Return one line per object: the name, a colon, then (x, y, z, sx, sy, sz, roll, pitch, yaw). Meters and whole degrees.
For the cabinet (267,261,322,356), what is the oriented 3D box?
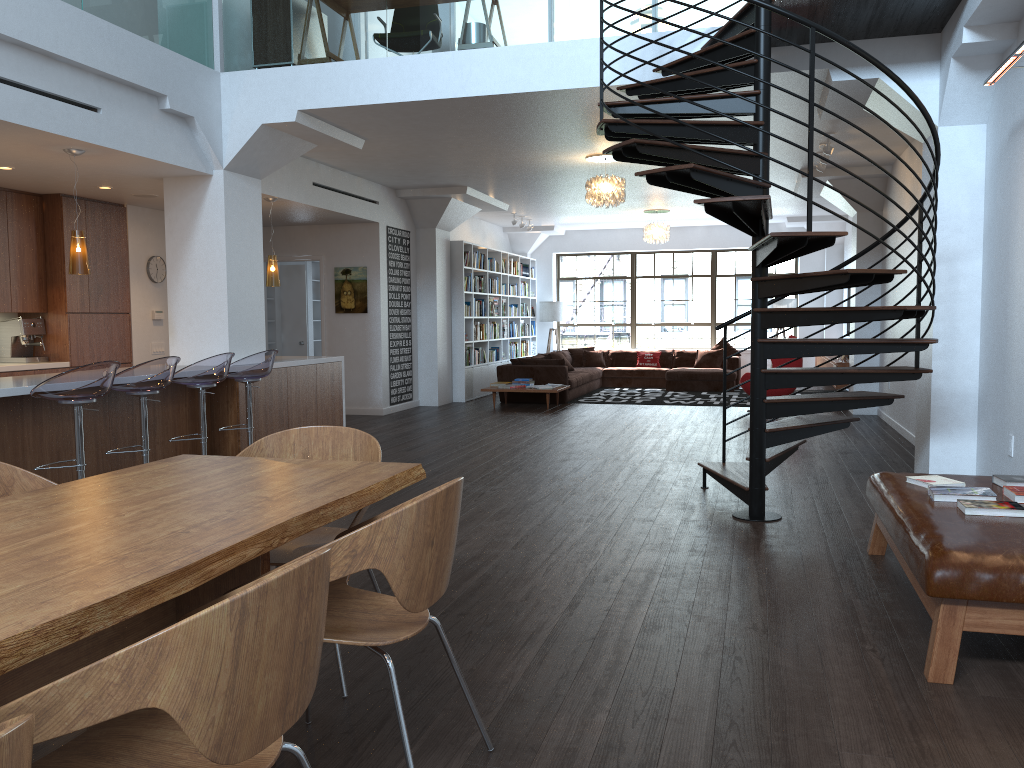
cabinet: (-3.380, -1.213, 13.487, 0.527, 2.991, 2.630, 1, 4, 15)

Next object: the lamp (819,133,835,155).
lamp: (3.033, -2.298, 8.506, 0.120, 0.211, 0.111, -1, 4, -10)

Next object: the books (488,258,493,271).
books: (-0.387, -1.991, 14.813, 0.140, 0.231, 0.042, 1, 4, 15)

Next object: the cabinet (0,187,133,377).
cabinet: (-5.111, -0.485, 7.113, 0.598, 2.499, 5.299, 1, 4, 15)

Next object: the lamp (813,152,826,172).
lamp: (3.307, -2.373, 9.491, 0.120, 0.211, 0.111, -4, 6, -40)

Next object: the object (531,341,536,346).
object: (0.268, -0.789, 17.430, 0.316, 0.088, 0.410, 1, 4, 15)

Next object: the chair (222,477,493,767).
chair: (-0.423, 0.662, 2.375, 0.617, 0.830, 0.629, 1, 4, 15)

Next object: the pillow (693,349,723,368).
pillow: (3.523, -0.460, 15.889, 0.542, 0.362, 0.248, 3, 5, 36)

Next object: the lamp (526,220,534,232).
lamp: (0.314, -2.806, 15.694, 0.120, 0.211, 0.111, -1, 4, -10)

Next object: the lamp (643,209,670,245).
lamp: (2.368, -2.564, 14.525, 0.442, 0.539, 0.441, -3, 5, -32)

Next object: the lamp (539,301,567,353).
lamp: (0.821, -0.841, 17.597, 0.545, 1.579, 0.545, 0, 4, 4)

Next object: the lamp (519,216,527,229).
lamp: (0.176, -2.768, 15.196, 0.120, 0.211, 0.111, -2, 5, -25)

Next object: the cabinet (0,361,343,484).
cabinet: (-2.854, 0.314, 7.507, 0.898, 0.796, 4.493, 1, 4, 15)

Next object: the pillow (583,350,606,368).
pillow: (1.501, -0.464, 16.427, 0.489, 0.337, 0.238, -2, 4, -15)

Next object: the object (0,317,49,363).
object: (-4.731, -0.431, 8.666, 0.439, 0.455, 0.284, 1, 4, 15)

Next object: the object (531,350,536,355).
object: (0.277, -0.613, 17.441, 0.331, 0.088, 0.410, 1, 4, 15)

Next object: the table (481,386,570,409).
table: (0.206, 0.182, 12.672, 1.100, 0.271, 0.853, 1, 4, 15)

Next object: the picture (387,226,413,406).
picture: (-1.524, -0.924, 12.130, 0.021, 2.380, 0.800, 1, 4, 16)

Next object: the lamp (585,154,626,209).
lamp: (1.019, -2.196, 9.661, 0.442, 0.539, 0.441, -3, 5, -32)

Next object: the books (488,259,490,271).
books: (-0.442, -1.954, 14.596, 0.139, 0.191, 0.036, 1, 4, 15)

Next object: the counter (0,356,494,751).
counter: (-2.406, 0.420, 5.700, 3.039, 0.860, 8.182, -1, 4, -14)

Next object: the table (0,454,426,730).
table: (-1.292, 0.782, 1.410, 1.012, 0.750, 3.803, 1, 4, 16)

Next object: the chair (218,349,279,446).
chair: (-2.153, 0.224, 7.257, 0.481, 1.014, 0.530, 1, 4, 18)

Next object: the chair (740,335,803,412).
chair: (3.442, -0.144, 11.755, 0.801, 1.006, 0.798, 3, 6, 41)

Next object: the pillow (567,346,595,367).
pillow: (1.342, -0.492, 16.570, 0.580, 0.418, 0.334, -1, 4, -11)

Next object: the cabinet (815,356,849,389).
cabinet: (5.172, -0.273, 14.010, 0.459, 0.350, 4.501, 1, 4, 15)

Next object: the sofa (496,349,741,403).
sofa: (1.985, -0.186, 14.790, 3.481, 0.664, 4.197, 1, 4, 15)

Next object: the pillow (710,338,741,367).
pillow: (3.765, -0.551, 15.986, 0.651, 0.587, 0.335, -1, 4, -6)

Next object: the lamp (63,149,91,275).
lamp: (-2.100, -1.775, 7.257, 2.842, 1.807, 0.149, -3, 5, -35)

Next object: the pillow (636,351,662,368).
pillow: (2.512, -0.447, 16.295, 0.465, 0.308, 0.220, 0, 4, 12)

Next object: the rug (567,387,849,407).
rug: (3.159, 0.196, 13.963, 4.200, 0.007, 3.100, 1, 4, 17)

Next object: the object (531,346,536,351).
object: (0.276, -0.701, 17.435, 0.331, 0.088, 0.410, 1, 4, 15)

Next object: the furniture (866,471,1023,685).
furniture: (2.079, 0.732, 3.750, 0.907, 0.453, 1.819, 1, 4, 15)

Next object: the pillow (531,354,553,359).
pillow: (0.515, -0.276, 13.645, 0.269, 0.411, 0.559, -3, 5, -28)

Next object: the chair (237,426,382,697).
chair: (-0.780, 0.601, 3.258, 0.629, 0.833, 0.618, 0, 4, 10)

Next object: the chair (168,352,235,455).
chair: (-2.321, 0.270, 6.651, 0.481, 1.014, 0.530, 1, 4, 13)

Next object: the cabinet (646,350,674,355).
cabinet: (3.047, -0.343, 17.085, 1.520, 0.625, 0.350, 1, 4, 15)

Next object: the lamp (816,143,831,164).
lamp: (3.172, -2.336, 9.005, 0.120, 0.211, 0.111, -2, 5, -25)

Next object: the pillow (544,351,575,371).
pillow: (0.793, -0.359, 15.048, 0.325, 0.391, 0.625, 2, 5, 32)

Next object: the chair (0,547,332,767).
chair: (-0.633, 0.719, 1.639, 0.618, 0.833, 0.629, 1, 4, 17)

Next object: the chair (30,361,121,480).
chair: (-2.648, 0.362, 5.428, 0.481, 1.014, 0.530, 1, 4, 18)

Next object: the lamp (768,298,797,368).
lamp: (4.950, -0.782, 16.348, 0.545, 1.579, 0.545, 2, 5, 26)

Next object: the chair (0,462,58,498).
chair: (-1.562, 0.648, 2.697, 0.618, 0.833, 0.629, 1, 4, 14)

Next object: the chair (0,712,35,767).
chair: (-0.818, 0.775, 0.900, 0.618, 0.833, 0.629, 1, 4, 15)

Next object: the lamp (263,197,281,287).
lamp: (-2.472, -1.456, 9.133, 0.149, 0.900, 0.149, -3, 5, -29)

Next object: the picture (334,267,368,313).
picture: (-2.106, -1.227, 11.592, 0.450, 0.600, 0.030, 1, 4, 15)

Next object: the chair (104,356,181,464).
chair: (-2.507, 0.316, 6.043, 0.481, 1.014, 0.530, 1, 4, 13)

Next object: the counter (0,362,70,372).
counter: (-5.230, -0.037, 6.704, 0.600, 0.050, 4.387, 1, 4, 15)

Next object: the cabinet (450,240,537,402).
cabinet: (-0.338, -1.095, 15.476, 0.461, 2.414, 4.500, 1, 4, 15)

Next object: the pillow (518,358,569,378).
pillow: (0.481, -0.214, 13.382, 0.750, 0.364, 0.289, 1, 4, 15)

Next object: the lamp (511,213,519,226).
lamp: (0.040, -2.731, 14.710, 0.120, 0.211, 0.111, -4, 6, -40)
